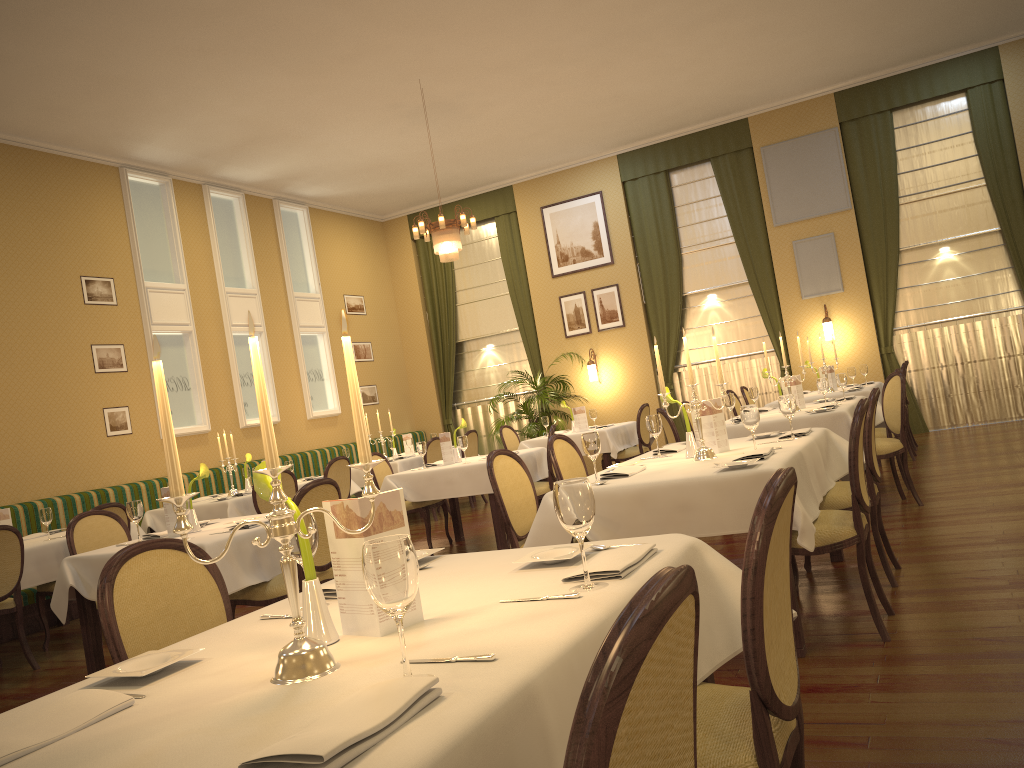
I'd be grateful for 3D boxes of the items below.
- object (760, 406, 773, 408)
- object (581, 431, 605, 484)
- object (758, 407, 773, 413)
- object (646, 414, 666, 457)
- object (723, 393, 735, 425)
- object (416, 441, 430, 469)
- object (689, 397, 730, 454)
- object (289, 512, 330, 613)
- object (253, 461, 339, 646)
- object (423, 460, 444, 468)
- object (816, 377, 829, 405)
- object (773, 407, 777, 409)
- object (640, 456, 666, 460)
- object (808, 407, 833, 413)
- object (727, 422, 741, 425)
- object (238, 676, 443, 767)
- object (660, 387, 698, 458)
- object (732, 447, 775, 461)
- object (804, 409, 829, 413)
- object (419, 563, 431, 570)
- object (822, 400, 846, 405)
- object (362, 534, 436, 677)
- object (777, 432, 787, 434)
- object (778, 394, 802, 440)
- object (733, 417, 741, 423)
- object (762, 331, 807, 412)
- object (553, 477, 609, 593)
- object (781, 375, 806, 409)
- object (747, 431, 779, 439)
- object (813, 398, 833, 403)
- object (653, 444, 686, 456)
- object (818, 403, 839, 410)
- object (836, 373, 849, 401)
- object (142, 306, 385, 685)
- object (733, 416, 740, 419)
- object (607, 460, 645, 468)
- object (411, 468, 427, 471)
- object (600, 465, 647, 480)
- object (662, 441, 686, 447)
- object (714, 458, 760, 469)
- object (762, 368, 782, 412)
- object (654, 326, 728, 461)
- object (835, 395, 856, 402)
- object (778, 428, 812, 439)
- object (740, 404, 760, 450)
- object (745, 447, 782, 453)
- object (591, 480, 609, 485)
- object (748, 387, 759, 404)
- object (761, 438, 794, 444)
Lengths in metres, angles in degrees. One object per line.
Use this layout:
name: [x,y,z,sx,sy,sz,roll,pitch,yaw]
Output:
object: [2.278,0.223,8.005,0.160,0.024,0.160,-10,-2,26]
object: [0.367,0.332,3.991,0.088,0.229,0.088,-9,-2,-17]
object: [2.189,0.228,7.749,0.142,0.033,0.273,-10,-2,26]
object: [0.792,0.284,4.873,0.088,0.229,0.088,-9,-2,-17]
object: [1.649,0.189,6.688,0.088,0.229,0.088,-9,-2,-17]
object: [-0.769,0.614,7.643,0.088,0.229,0.088,-9,-2,-22]
object: [1.013,0.216,4.497,0.166,0.277,0.081,-9,-1,-3]
object: [-0.503,0.430,2.150,0.088,0.229,0.088,-9,-2,-17]
object: [-0.439,0.336,1.793,0.076,0.375,0.163,-8,-2,-43]
object: [-0.655,0.701,7.821,0.142,0.033,0.273,-10,-2,26]
object: [2.398,0.068,6.813,0.088,0.229,0.088,-9,-2,-22]
object: [2.275,0.224,7.892,0.181,0.015,0.038,-10,-2,27]
object: [0.781,0.395,4.792,0.185,0.010,0.017,-10,-2,27]
object: [2.212,0.191,6.343,0.160,0.024,0.160,-10,-2,26]
object: [1.624,0.299,6.608,0.181,0.015,0.038,-10,-2,27]
object: [-0.224,0.462,1.209,0.142,0.033,0.273,-10,-2,26]
object: [0.856,0.191,4.517,0.076,0.375,0.163,-8,-2,-43]
object: [1.071,0.316,3.932,0.142,0.033,0.273,-10,-2,26]
object: [2.236,0.195,6.505,0.181,0.015,0.038,-10,-2,27]
object: [-0.302,0.513,2.471,0.181,0.015,0.038,-10,-2,27]
object: [2.631,0.151,7.246,0.185,0.010,0.017,-10,-2,26]
object: [-0.180,0.357,1.392,0.088,0.229,0.088,-9,-2,-16]
object: [1.570,0.267,4.986,0.181,0.015,0.038,-10,-2,27]
object: [1.437,0.170,4.591,0.088,0.229,0.088,-9,-2,-16]
object: [1.806,0.269,6.858,0.142,0.033,0.273,-10,-2,26]
object: [2.162,-0.101,6.988,0.390,0.655,0.131,-9,-2,-30]
object: [0.142,0.316,1.868,0.088,0.229,0.088,-9,-2,-16]
object: [2.295,0.072,7.195,0.166,0.277,0.081,-9,-1,-3]
object: [1.401,0.290,4.942,0.160,0.024,0.160,-10,-2,26]
object: [2.684,0.146,7.640,0.160,0.024,0.160,-10,-2,26]
object: [0.906,0.372,5.051,0.142,0.033,0.273,-10,-2,26]
object: [2.353,0.172,6.630,0.142,0.033,0.273,-10,-2,26]
object: [2.720,0.026,7.289,0.088,0.229,0.088,-9,-2,-16]
object: [-0.415,0.188,1.567,0.390,0.655,0.131,-9,-2,-30]
object: [1.859,0.271,7.167,0.160,0.024,0.160,-10,-2,26]
object: [0.577,0.415,4.469,0.160,0.024,0.160,-10,-2,26]
object: [-0.780,0.724,7.561,0.185,0.010,0.017,-10,-2,27]
object: [0.523,0.413,4.160,0.142,0.033,0.273,-10,-2,26]
object: [0.995,0.367,5.307,0.160,0.024,0.160,-10,-2,26]
object: [0.929,0.335,3.646,0.160,0.024,0.160,-10,-2,26]
object: [2.139,0.047,7.214,0.076,0.375,0.163,-8,-2,-43]
object: [0.880,0.043,4.290,0.390,0.655,0.131,-9,-2,-30]
object: [2.807,0.122,7.464,0.142,0.024,0.273,-10,-2,26]
object: [1.524,0.266,4.766,0.142,0.024,0.273,-10,-2,26]
object: [1.115,0.212,4.116,0.088,0.229,0.088,-9,-2,-22]
object: [1.185,0.313,4.203,0.185,0.010,0.017,-10,-2,26]
object: [0.342,0.443,3.911,0.181,0.015,0.038,-10,-2,27]
object: [2.074,0.141,7.571,0.088,0.229,0.088,-9,-2,-17]
object: [1.349,0.295,4.548,0.185,0.010,0.017,-10,-2,26]
